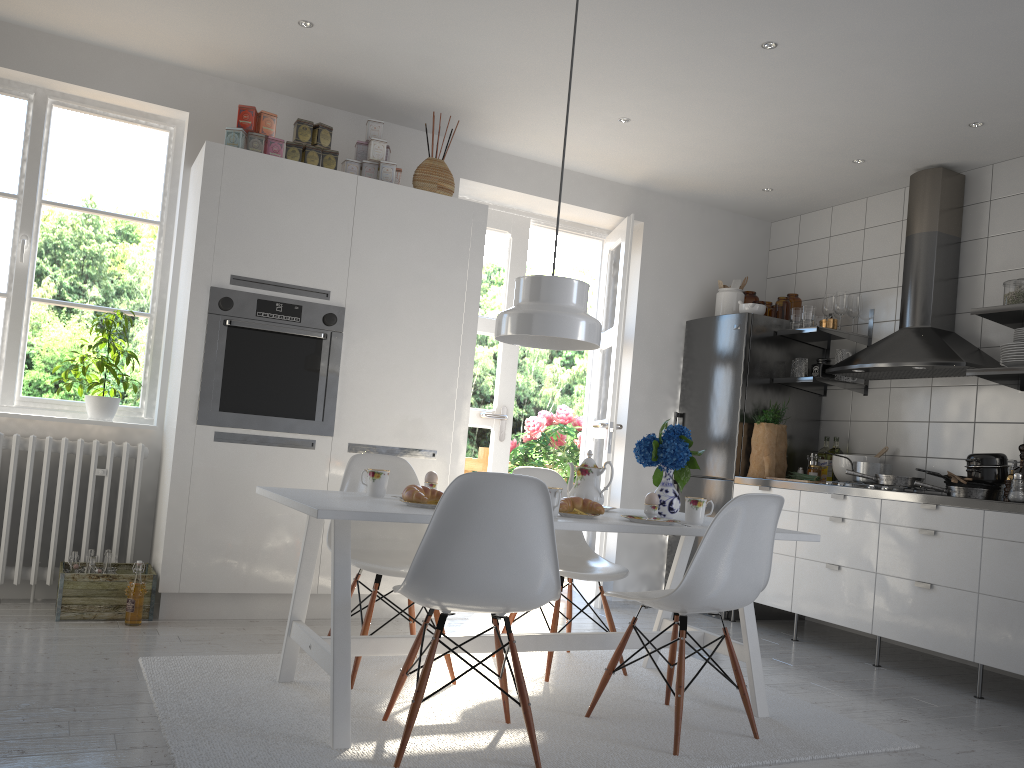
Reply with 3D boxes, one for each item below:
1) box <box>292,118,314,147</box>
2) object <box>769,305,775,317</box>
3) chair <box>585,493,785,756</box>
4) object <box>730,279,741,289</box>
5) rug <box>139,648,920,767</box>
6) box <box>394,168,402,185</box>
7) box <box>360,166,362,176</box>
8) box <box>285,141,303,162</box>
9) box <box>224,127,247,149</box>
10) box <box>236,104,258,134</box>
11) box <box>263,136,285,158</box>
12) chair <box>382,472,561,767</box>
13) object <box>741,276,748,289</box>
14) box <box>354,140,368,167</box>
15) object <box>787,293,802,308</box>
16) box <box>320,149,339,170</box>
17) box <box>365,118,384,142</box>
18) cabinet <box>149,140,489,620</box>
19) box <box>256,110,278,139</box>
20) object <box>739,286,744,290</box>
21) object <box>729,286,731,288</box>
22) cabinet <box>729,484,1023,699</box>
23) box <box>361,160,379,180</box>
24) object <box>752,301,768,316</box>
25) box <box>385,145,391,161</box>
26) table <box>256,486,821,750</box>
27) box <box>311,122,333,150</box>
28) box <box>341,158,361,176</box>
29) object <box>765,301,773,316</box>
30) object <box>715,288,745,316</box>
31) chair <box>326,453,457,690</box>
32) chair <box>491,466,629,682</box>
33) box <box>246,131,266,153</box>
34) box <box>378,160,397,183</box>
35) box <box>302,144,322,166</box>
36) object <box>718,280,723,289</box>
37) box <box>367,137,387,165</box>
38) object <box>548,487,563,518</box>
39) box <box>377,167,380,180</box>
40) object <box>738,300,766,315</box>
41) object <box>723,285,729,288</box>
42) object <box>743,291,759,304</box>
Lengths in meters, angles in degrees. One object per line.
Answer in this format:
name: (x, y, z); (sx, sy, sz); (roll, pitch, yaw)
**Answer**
box: (-0.983, -1.176, 4.163); (0.081, 0.110, 0.081); (7, -3, -27)
object: (1.669, -0.428, 5.595); (0.093, 0.127, 0.093); (5, -3, -5)
chair: (0.581, 0.733, 2.893); (0.466, 0.799, 0.542); (7, -4, -38)
object: (1.394, -0.536, 5.636); (0.064, 0.289, 0.141); (3, -3, 37)
rug: (0.012, 1.098, 3.070); (2.314, 0.004, 1.427); (7, -5, -27)
box: (-0.593, -1.012, 4.407); (0.081, 0.110, 0.081); (6, -3, -12)
box: (-0.776, -1.026, 4.436); (0.081, 0.110, 0.081); (4, -3, 28)
box: (-1.024, -1.070, 4.161); (0.081, 0.110, 0.081); (6, -3, -12)
box: (-1.257, -1.101, 4.034); (0.081, 0.110, 0.081); (5, -3, 3)
box: (-1.211, -1.206, 4.052); (0.081, 0.110, 0.081); (6, -3, -7)
box: (-1.111, -1.081, 4.120); (0.081, 0.110, 0.081); (7, -3, -32)
chair: (-0.112, 0.644, 2.546); (0.465, 0.799, 0.543); (6, -3, -13)
object: (1.435, -0.535, 5.616); (0.131, 0.295, 0.056); (3, -3, 43)
box: (-0.740, -1.137, 4.395); (0.081, 0.110, 0.081); (6, -3, -17)
object: (1.741, -0.461, 5.517); (0.097, 0.194, 0.097); (6, -3, -27)
box: (-0.872, -1.051, 4.222); (0.081, 0.110, 0.081); (6, -3, -17)
box: (-0.682, -1.242, 4.382); (0.081, 0.110, 0.081); (6, -3, -17)
cabinet: (-0.938, 0.062, 4.375); (1.380, 2.093, 0.513); (7, -3, -27)
box: (-1.142, -1.195, 4.105); (0.081, 0.110, 0.081); (7, -4, -37)
object: (1.432, -0.512, 5.624); (0.050, 0.246, 0.115); (4, -3, 28)
object: (1.414, -0.512, 5.653); (0.034, 0.249, 0.118); (6, -3, -27)
cabinet: (2.277, 0.965, 3.845); (0.663, 0.794, 3.239); (7, -5, -27)
box: (-0.698, -1.027, 4.340); (0.081, 0.110, 0.081); (6, -3, -12)
object: (1.568, -0.446, 5.640); (0.113, 0.154, 0.113); (5, -3, 2)
box: (-0.650, -1.127, 4.418); (0.081, 0.110, 0.081); (5, -3, -2)
table: (0.081, 0.774, 3.101); (1.829, 0.659, 0.814); (7, -4, -27)
box: (-0.905, -1.166, 4.195); (0.081, 0.110, 0.081); (2, -4, 43)
box: (-0.791, -1.035, 4.336); (0.081, 0.110, 0.081); (7, -3, -27)
object: (1.657, -0.442, 5.804); (0.113, 0.186, 0.113); (5, -3, 3)
object: (1.382, -0.492, 5.628); (0.174, 0.208, 0.174); (7, -4, -31)
chair: (-0.453, 0.673, 3.325); (0.466, 0.799, 0.542); (7, -3, -28)
chair: (0.202, 0.758, 3.662); (0.466, 0.799, 0.542); (7, -3, -33)
box: (-1.184, -1.090, 4.079); (0.081, 0.110, 0.081); (6, -3, -22)
box: (-0.609, -1.020, 4.319); (0.081, 0.110, 0.081); (6, -3, -12)
box: (-0.950, -1.061, 4.187); (0.081, 0.110, 0.081); (7, -3, -27)
object: (1.341, -0.525, 5.650); (0.054, 0.262, 0.149); (3, -3, 38)
box: (-0.661, -1.134, 4.330); (0.081, 0.110, 0.081); (6, -3, -22)
object: (0.118, 0.377, 2.818); (0.078, 0.095, 0.091); (5, -3, 10)
box: (-0.680, -1.018, 4.427); (0.081, 0.110, 0.081); (6, -3, -7)
object: (1.471, -0.452, 5.405); (0.173, 0.110, 0.159); (7, -4, -32)
object: (1.365, -0.517, 5.655); (0.061, 0.251, 0.117); (5, -3, 3)
object: (1.537, -0.480, 5.764); (0.117, 0.236, 0.118); (5, -3, -2)
